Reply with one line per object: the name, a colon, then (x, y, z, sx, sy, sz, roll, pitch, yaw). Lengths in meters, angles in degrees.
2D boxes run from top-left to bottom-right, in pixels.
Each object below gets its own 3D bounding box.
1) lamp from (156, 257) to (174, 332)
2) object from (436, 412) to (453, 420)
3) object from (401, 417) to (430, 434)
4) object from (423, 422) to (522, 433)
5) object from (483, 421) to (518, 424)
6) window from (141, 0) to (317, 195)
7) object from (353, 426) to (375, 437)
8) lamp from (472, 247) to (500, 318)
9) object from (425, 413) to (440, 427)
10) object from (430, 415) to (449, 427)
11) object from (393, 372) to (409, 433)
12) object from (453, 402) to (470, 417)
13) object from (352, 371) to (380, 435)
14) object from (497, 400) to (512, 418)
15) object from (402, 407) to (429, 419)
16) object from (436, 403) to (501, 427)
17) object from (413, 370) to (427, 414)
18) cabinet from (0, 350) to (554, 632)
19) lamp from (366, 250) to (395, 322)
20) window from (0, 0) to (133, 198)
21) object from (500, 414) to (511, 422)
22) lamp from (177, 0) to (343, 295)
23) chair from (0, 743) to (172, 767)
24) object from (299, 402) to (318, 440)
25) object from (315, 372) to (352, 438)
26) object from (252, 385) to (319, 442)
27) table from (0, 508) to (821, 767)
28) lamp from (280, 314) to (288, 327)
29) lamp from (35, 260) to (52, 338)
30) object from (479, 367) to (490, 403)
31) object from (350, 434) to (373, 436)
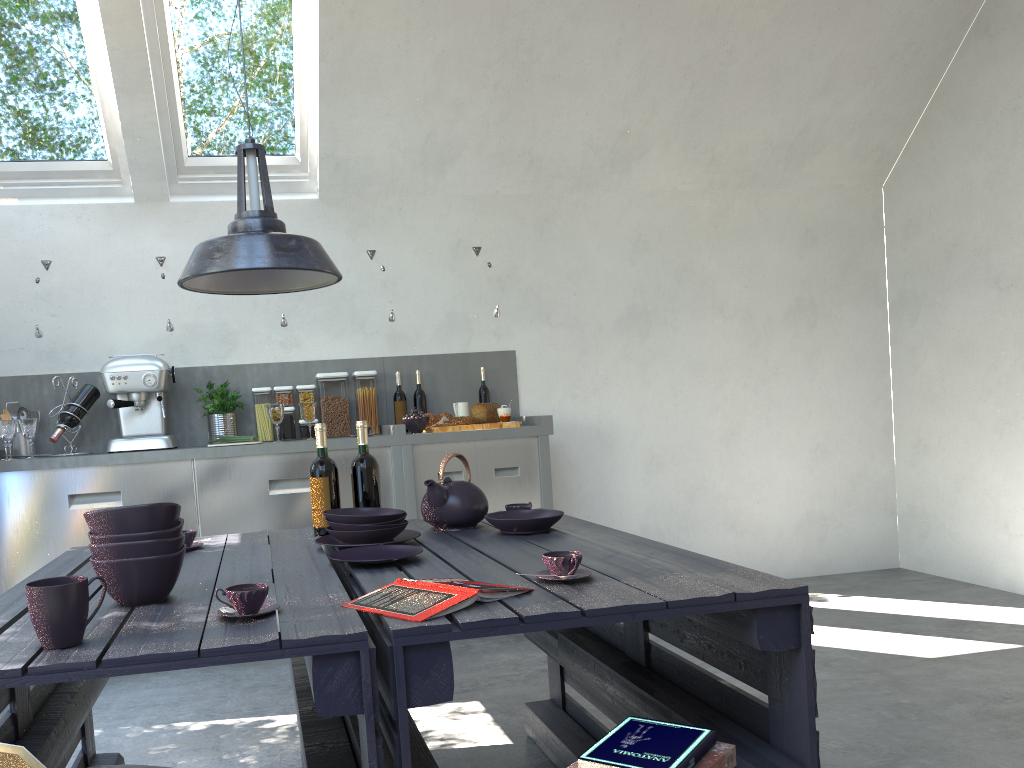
lamp: (-1.788, -0.473, 4.528, 0.056, 0.436, 0.354, -5, 1, -26)
object: (-0.364, 0.189, 4.685, 0.126, 0.077, 0.112, -4, 0, 30)
object: (-0.488, 0.214, 4.458, 0.156, 0.079, 0.138, -4, -1, 35)
object: (-0.220, 0.227, 4.591, 0.459, 0.028, 0.315, -3, -2, -12)
object: (-0.064, 0.199, 4.507, 0.200, 0.003, 0.020, -4, -2, 14)
window: (-1.317, -1.746, 4.115, 0.810, 1.393, 1.516, -4, 1, -15)
object: (-0.754, 0.243, 4.431, 0.117, 0.056, 0.115, -4, -1, 2)
lamp: (-0.138, -0.568, 4.805, 0.058, 0.438, 0.341, -4, 1, -16)
object: (-0.440, 0.192, 4.603, 0.126, 0.077, 0.112, -4, 0, 30)
object: (-0.402, 0.196, 4.620, 0.200, 0.059, 0.197, -4, -1, 7)
object: (-0.620, 0.104, 4.842, 0.070, 0.346, 0.075, -4, 3, -20)
object: (-0.266, 0.158, 4.693, 0.083, 0.120, 0.088, -3, 1, 8)
object: (-0.799, 0.110, 4.806, 0.125, 0.355, 0.131, -4, 2, -14)
object: (-0.041, 0.141, 4.605, 0.077, 0.121, 0.068, -2, 2, 32)
object: (-0.491, 0.164, 4.456, 0.151, 0.095, 0.148, -3, 0, -27)
object: (-0.215, 0.158, 4.602, 0.425, 0.112, 0.135, -2, -1, -43)
object: (-0.511, 0.098, 4.861, 0.071, 0.346, 0.073, -4, 3, -10)
cabinet: (-1.222, 0.613, 4.536, 2.788, 1.483, 0.579, -3, 2, -10)
lamp: (-0.695, -0.536, 4.714, 0.056, 0.436, 0.354, -5, 1, -26)
window: (-2.269, -1.684, 3.961, 0.810, 1.400, 1.523, -4, 1, -15)
object: (-0.035, 0.177, 4.546, 0.056, 0.046, 0.062, -4, 0, -28)
lamp: (-0.697, -0.813, 2.278, 0.421, 1.100, 0.440, -4, 2, -13)
chair: (-0.647, 0.821, 1.376, 0.722, 0.821, 0.742, -3, 1, 17)
object: (-1.039, 0.192, 4.488, 0.094, 0.192, 0.103, -4, 2, -25)
object: (-0.972, 0.120, 4.774, 0.171, 0.355, 0.131, -4, 2, -13)
object: (-1.220, 0.162, 4.715, 0.334, 0.295, 0.108, -4, 2, -10)
table: (-0.410, 0.840, 2.219, 1.564, 0.799, 1.543, -3, -1, -13)
lamp: (-1.231, -0.504, 4.619, 0.058, 0.438, 0.341, -4, 1, -16)
lamp: (-2.374, -0.438, 4.424, 0.058, 0.438, 0.341, -4, 1, -16)
object: (-0.156, 0.077, 4.921, 0.061, 0.346, 0.063, -4, 3, -10)
object: (-0.751, 0.258, 4.389, 0.124, 0.013, 0.029, -2, -1, -38)
